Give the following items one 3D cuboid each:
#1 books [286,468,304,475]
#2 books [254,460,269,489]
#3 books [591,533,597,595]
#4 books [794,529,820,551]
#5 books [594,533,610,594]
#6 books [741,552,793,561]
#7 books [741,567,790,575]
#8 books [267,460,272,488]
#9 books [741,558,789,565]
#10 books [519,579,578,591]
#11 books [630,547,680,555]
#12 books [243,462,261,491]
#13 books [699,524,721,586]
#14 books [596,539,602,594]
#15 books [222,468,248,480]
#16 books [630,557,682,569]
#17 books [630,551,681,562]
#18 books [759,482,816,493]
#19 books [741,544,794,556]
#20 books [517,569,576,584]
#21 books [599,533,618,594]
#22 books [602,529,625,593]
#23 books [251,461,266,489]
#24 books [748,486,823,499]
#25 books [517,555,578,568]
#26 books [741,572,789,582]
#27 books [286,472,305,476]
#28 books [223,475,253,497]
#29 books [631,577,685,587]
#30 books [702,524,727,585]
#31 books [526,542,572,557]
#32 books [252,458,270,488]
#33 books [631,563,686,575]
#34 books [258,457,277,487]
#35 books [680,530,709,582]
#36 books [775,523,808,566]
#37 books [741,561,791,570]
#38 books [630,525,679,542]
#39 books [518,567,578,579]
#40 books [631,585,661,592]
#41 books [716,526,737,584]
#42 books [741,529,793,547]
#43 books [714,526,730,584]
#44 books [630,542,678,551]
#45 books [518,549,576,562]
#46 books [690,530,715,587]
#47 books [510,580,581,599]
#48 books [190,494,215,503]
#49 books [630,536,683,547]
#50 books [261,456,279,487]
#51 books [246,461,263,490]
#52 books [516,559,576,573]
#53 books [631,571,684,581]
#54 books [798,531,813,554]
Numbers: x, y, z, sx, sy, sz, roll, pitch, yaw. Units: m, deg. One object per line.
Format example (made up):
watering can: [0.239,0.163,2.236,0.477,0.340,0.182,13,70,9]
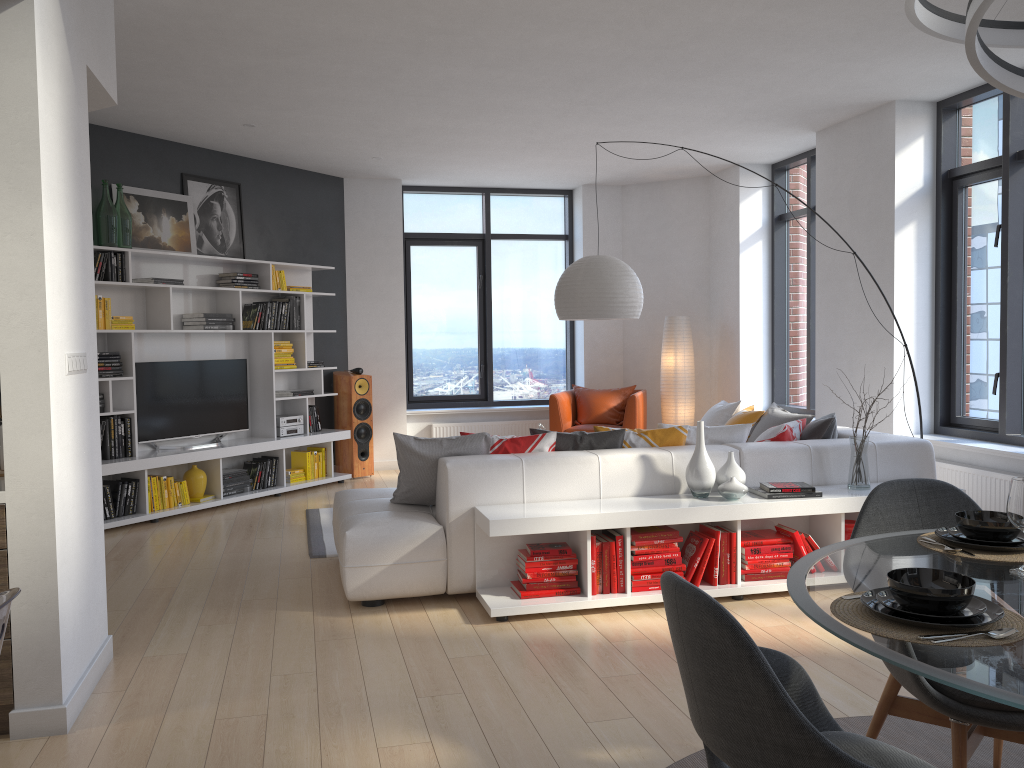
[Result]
books: [-2.013,0.796,8.074,0.138,0.026,0.186,1,3,31]
books: [-2.194,0.786,7.725,0.172,0.242,0.069,1,3,32]
books: [0.373,0.885,4.431,0.036,0.294,0.208,-2,3,-13]
books: [1.600,0.889,4.711,0.186,0.223,0.188,-2,3,-13]
books: [0.439,0.900,4.452,0.034,0.259,0.207,-2,3,-13]
books: [1.307,0.884,4.655,0.261,0.027,0.191,-1,3,-9]
books: [1.292,0.959,4.651,0.266,0.026,0.187,-1,3,-8]
books: [-2.185,0.783,7.778,0.179,0.243,0.068,1,3,30]
books: [1.300,0.910,4.649,0.236,0.023,0.178,-2,3,-13]
books: [0.178,0.984,4.437,0.259,0.034,0.206,-1,3,-11]
books: [0.705,0.831,4.502,0.236,0.023,0.178,-2,3,-13]
books: [-2.264,0.794,7.651,0.182,0.234,0.104,1,3,32]
books: [1.011,0.876,4.561,0.046,0.282,0.199,-2,3,-14]
books: [0.406,0.901,4.443,0.031,0.255,0.181,-2,3,-13]
books: [-2.431,0.759,7.477,0.250,0.047,0.310,1,3,27]
books: [0.694,0.888,4.524,0.279,0.039,0.206,-1,3,-12]
books: [0.695,0.856,4.506,0.261,0.027,0.191,-2,3,-18]
books: [1.442,0.543,4.653,0.238,0.027,0.188,-1,3,0]
books: [1.301,0.851,4.668,0.279,0.039,0.206,-2,3,-14]
books: [0.170,0.955,4.426,0.266,0.026,0.187,-1,3,-8]
books: [0.479,0.898,4.451,0.042,0.259,0.195,-2,3,-13]
books: [0.510,0.882,4.463,0.049,0.291,0.214,-2,3,-13]
books: [-2.223,0.791,7.702,0.169,0.233,0.081,1,3,30]
books: [1.437,0.569,4.678,0.300,0.026,0.245,-1,3,-8]
books: [0.176,0.876,4.430,0.269,0.028,0.179,-1,3,-12]
books: [1.300,0.988,4.663,0.259,0.034,0.206,-1,3,-11]
books: [-1.999,0.816,8.071,0.134,0.014,0.187,1,3,31]
books: [-2.408,0.852,7.475,0.277,0.137,0.343,1,3,26]
books: [0.709,0.980,4.490,0.282,0.030,0.188,-1,3,-12]
books: [1.044,0.879,4.586,0.038,0.270,0.215,-2,3,-13]
books: [0.182,0.824,4.423,0.206,0.029,0.152,-1,3,-7]
books: [-2.204,0.777,7.758,0.192,0.254,0.075,1,3,31]
books: [0.701,0.923,4.526,0.301,0.032,0.227,-2,3,-13]
books: [-2.169,0.776,7.812,0.191,0.249,0.084,1,3,31]
books: [0.908,0.893,4.544,0.144,0.247,0.188,-2,3,-13]
books: [1.498,0.876,4.693,0.134,0.248,0.192,-2,3,-14]
books: [1.300,0.933,4.659,0.257,0.025,0.182,-2,3,-13]
books: [0.684,0.753,4.504,0.259,0.034,0.206,-2,3,-16]
books: [0.178,0.929,4.434,0.257,0.025,0.182,-2,3,-13]
books: [0.702,1.008,4.507,0.274,0.029,0.200,-2,3,-14]
books: [1.106,0.879,4.576,0.028,0.269,0.181,-2,3,-14]
books: [1.289,0.815,4.689,0.301,0.032,0.227,-2,3,-13]
books: [1.076,0.881,4.584,0.028,0.266,0.188,-2,3,-13]
books: [0.684,0.808,4.505,0.257,0.025,0.182,-2,3,-13]
books: [0.173,0.850,4.432,0.254,0.025,0.178,-2,3,-14]
books: [0.950,0.893,4.547,0.115,0.245,0.192,-2,3,-13]
books: [0.164,1.018,4.428,0.301,0.032,0.227,-2,3,-13]
books: [-2.575,0.923,7.174,0.270,0.029,0.204,0,3,17]
books: [0.704,0.782,4.501,0.266,0.026,0.187,-2,3,-19]
books: [-2.153,0.770,7.841,0.197,0.260,0.066,1,3,31]
books: [-2.251,0.793,7.683,0.187,0.234,0.096,1,3,32]
books: [0.170,0.903,4.447,0.261,0.028,0.191,-2,3,-14]
books: [0.706,0.953,4.491,0.266,0.026,0.187,-2,3,-14]
books: [1.546,0.884,4.698,0.148,0.232,0.171,-1,3,-12]
